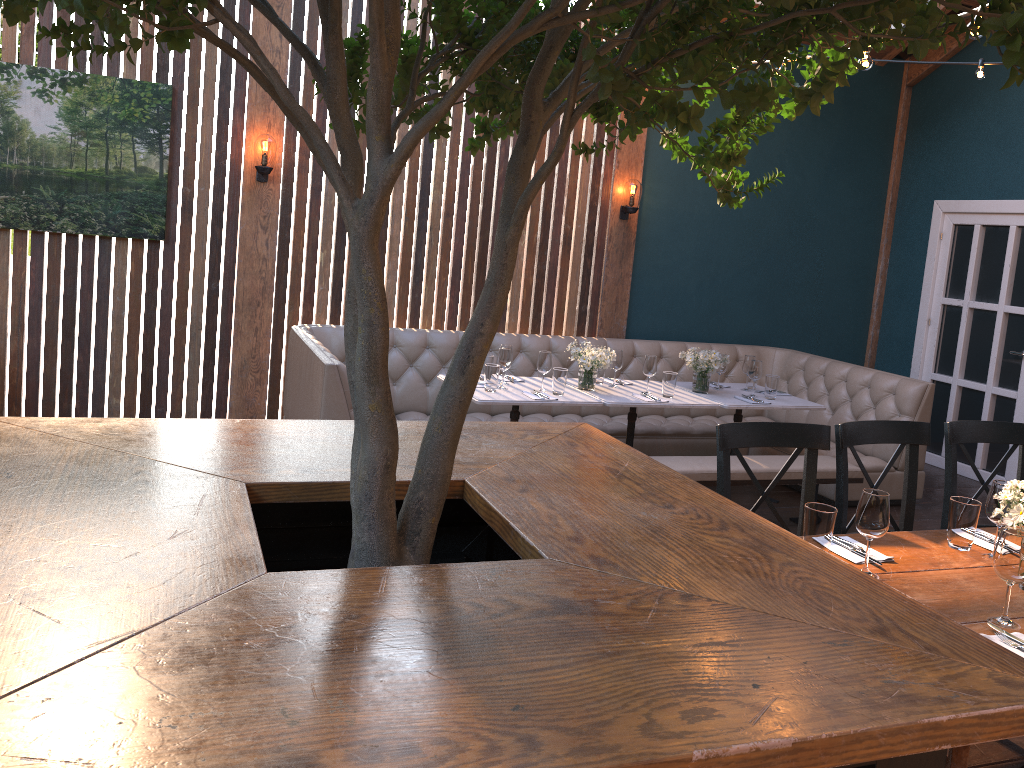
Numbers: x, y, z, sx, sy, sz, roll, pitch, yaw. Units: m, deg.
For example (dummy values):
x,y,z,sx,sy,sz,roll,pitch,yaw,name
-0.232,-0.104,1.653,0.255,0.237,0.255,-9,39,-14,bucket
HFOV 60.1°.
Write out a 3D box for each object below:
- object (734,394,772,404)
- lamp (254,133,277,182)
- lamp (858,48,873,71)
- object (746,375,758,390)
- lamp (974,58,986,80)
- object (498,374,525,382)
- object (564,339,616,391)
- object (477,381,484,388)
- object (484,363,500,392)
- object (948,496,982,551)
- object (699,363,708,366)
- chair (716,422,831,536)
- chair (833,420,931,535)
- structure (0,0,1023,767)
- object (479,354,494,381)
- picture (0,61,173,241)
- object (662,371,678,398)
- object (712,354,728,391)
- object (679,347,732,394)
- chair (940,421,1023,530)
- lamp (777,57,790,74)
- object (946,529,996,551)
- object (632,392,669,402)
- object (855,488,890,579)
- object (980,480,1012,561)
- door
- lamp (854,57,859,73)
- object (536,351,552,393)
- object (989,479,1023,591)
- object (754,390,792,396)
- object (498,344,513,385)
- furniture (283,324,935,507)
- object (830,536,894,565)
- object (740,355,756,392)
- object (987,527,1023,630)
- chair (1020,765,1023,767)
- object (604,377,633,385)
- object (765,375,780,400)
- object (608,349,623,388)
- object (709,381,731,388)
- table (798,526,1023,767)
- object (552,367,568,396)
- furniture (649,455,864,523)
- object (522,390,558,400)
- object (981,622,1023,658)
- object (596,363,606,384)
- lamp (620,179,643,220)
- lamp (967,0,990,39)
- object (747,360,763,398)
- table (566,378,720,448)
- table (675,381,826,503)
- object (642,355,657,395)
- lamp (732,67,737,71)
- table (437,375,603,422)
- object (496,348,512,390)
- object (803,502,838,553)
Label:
x,y,z,sx,sy,sz,roll,pitch,yaw,name
1.548,0.096,5.744,0.157,0.019,0.257,2,10,-21,object
-1.638,-1.497,5.858,0.146,0.318,0.179,3,7,-21,lamp
1.360,-1.265,3.402,0.060,0.118,0.057,7,7,15,lamp
1.692,-0.044,6.228,0.092,0.157,0.092,1,8,-35,object
2.614,-1.757,4.931,0.056,0.119,0.057,3,7,-19,lamp
-0.014,-0.037,5.675,0.157,0.019,0.257,2,10,-21,object
0.497,-0.117,5.566,0.330,0.307,0.338,8,8,21,object
-0.224,-0.002,5.356,0.255,0.019,0.159,2,10,-21,object
-0.121,-0.035,5.191,0.092,0.157,0.092,1,8,-35,object
1.450,0.451,2.848,0.092,0.157,0.092,7,7,15,object
1.302,-0.061,6.120,0.092,0.157,0.092,1,8,-35,object
0.945,0.679,3.011,0.477,1.013,0.544,3,7,-21,chair
1.451,0.684,3.258,0.477,1.013,0.544,2,7,-26,chair
-0.192,-0.559,1.730,2.848,3.670,2.739,4,7,-13,structure
-0.164,-0.102,5.561,0.092,0.157,0.092,1,8,-35,object
-2.982,-1.441,5.411,1.648,0.991,0.065,2,7,-21,picture
0.986,0.005,5.557,0.092,0.157,0.092,1,8,-35,object
1.422,-0.082,6.053,0.092,0.243,0.092,8,7,21,object
1.267,-0.100,5.880,0.338,0.307,0.330,11,9,33,object
1.966,0.695,3.474,0.477,1.013,0.544,3,7,-16,chair
1.260,-1.481,4.125,0.074,0.114,0.057,8,7,22,lamp
1.595,0.521,2.934,0.157,0.019,0.257,2,10,-21,object
0.843,0.079,5.462,0.157,0.019,0.257,2,10,-21,object
1.017,0.425,2.512,0.092,0.243,0.092,8,7,26,object
1.527,0.429,2.770,0.092,0.243,0.092,8,7,26,object
4.976,0.310,3.839,0.173,2.191,8.252,3,10,-21,door
2.130,-1.986,5.489,0.056,0.120,0.057,5,7,-6,lamp
0.192,-0.075,5.345,0.092,0.243,0.092,8,7,26,object
1.528,0.442,2.498,0.336,0.307,0.332,4,8,-6,object
1.787,0.057,6.105,0.255,0.019,0.159,2,10,-21,object
-0.043,-0.122,5.491,0.092,0.243,0.092,8,7,26,object
0.625,0.206,6.088,4.153,0.853,1.726,2,10,-21,furniture
1.056,0.509,2.709,0.157,0.019,0.257,2,10,-21,object
1.637,-0.075,6.131,0.092,0.243,0.092,8,7,21,object
1.269,0.493,2.251,0.092,0.243,0.092,8,7,26,object
1.358,0.910,1.878,0.477,1.013,0.544,0,8,-38,chair
0.713,-0.018,5.957,0.157,0.019,0.257,2,10,-21,object
1.714,0.023,5.848,0.092,0.157,0.092,1,8,-35,object
0.675,-0.101,5.760,0.092,0.243,0.092,8,7,26,object
1.434,0.003,6.230,0.157,0.019,0.257,2,10,-21,object
1.918,0.958,2.762,2.428,0.725,0.959,2,9,-21,table
0.282,-0.013,5.283,0.092,0.157,0.092,1,8,-35,object
1.003,0.638,5.120,2.326,0.396,0.315,2,8,-21,furniture
0.155,0.061,5.191,0.157,0.019,0.257,2,10,-21,object
1.221,0.627,2.104,0.157,0.019,0.257,2,10,-21,object
0.576,-0.082,5.848,0.092,0.157,0.092,1,8,-35,object
0.922,-1.429,6.849,0.146,0.318,0.179,3,7,-21,lamp
1.397,-1.095,2.654,0.056,0.118,0.060,5,7,-7,lamp
1.614,-0.036,5.886,0.092,0.243,0.092,8,7,21,object
0.763,0.373,5.740,0.798,0.667,0.806,2,9,-21,table
1.523,0.393,6.035,0.798,0.667,0.806,2,9,-22,table
0.870,-0.059,5.615,0.092,0.243,0.092,8,7,26,object
1.219,-1.742,4.870,0.059,0.118,0.057,3,7,-17,lamp
0.003,0.353,5.446,0.798,0.667,0.806,2,9,-22,table
-0.051,-0.093,5.313,0.092,0.243,0.092,8,7,26,object
0.904,0.440,2.615,0.092,0.157,0.092,1,8,-35,object
